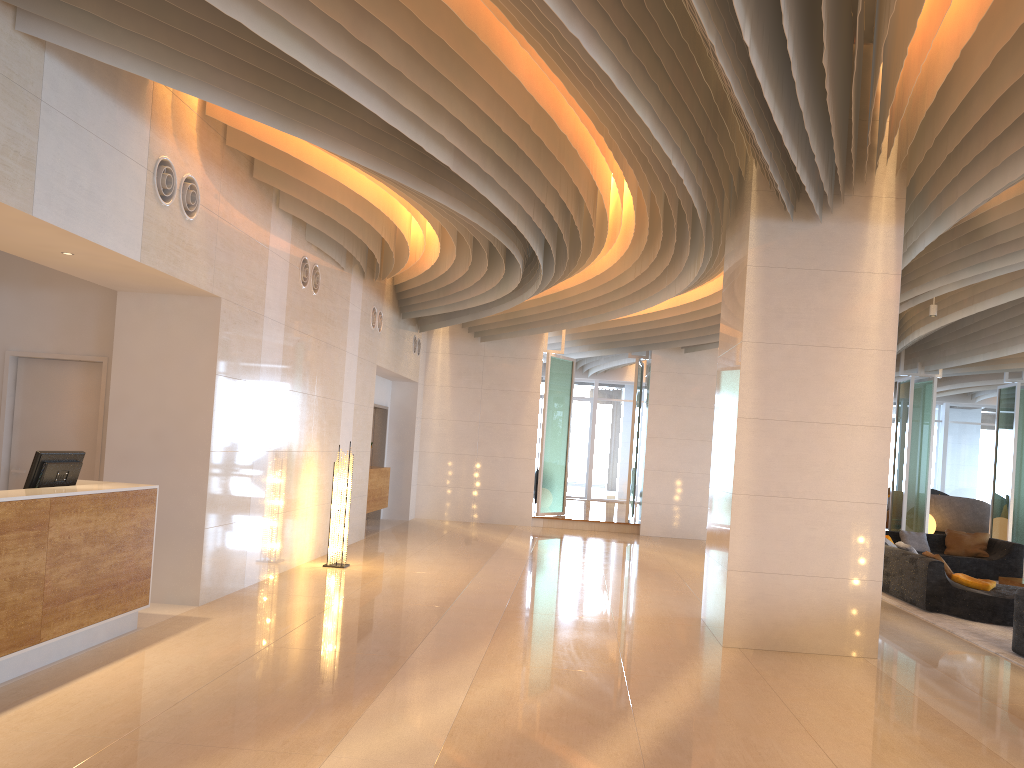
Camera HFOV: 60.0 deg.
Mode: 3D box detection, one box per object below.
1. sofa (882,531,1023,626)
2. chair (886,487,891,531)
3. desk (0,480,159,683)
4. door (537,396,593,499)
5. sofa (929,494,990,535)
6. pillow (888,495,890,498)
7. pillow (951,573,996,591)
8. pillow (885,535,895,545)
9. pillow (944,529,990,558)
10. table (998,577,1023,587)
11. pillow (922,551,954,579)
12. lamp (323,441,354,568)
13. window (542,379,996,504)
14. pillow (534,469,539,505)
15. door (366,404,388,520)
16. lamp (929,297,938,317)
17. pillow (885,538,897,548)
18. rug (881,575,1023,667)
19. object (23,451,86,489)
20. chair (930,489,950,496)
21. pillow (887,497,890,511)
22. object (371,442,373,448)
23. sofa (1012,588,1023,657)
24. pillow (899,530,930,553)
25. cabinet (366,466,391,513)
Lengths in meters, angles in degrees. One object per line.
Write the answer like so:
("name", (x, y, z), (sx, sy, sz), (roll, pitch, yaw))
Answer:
("sofa", (6.063, 2.408, 11.572), (2.818, 0.652, 5.109), (4, -4, 4))
("chair", (8.302, 2.815, 20.209), (1.143, 1.004, 1.512), (4, -3, -9))
("desk", (-3.344, 0.991, 3.250), (0.895, 1.048, 6.698), (4, -4, 4))
("door", (1.431, 1.765, 24.582), (1.456, 2.768, 0.060), (4, -1, 2))
("sofa", (9.769, 2.954, 20.032), (1.131, 0.899, 2.518), (6, -4, -36))
("pillow", (8.556, 2.697, 20.271), (0.376, 0.421, 0.600), (5, -3, -18))
("pillow", (5.095, 2.178, 9.777), (0.403, 0.135, 0.425), (1, -5, 37))
("pillow", (5.110, 2.237, 12.241), (0.330, 0.334, 0.416), (5, -3, -31))
("pillow", (7.052, 2.473, 13.745), (0.629, 0.377, 0.556), (2, -3, 25))
("table", (7.199, 2.660, 10.951), (1.597, 0.219, 1.607), (4, -4, 3))
("pillow", (4.889, 2.083, 10.101), (0.327, 0.311, 0.426), (4, -3, 5))
("lamp", (-1.979, 1.381, 10.249), (0.250, 1.449, 0.251), (4, -1, 3))
("window", (11.323, 0.998, 8.004), (22.542, 3.216, 53.607), (6, -5, -31))
("pillow", (-0.041, 2.147, 18.778), (1.517, 1.004, 1.139), (4, -3, 1))
("door", (-2.547, 1.413, 15.812), (0.246, 2.098, 1.410), (4, -2, 4))
("lamp", (5.320, -1.600, 11.108), (0.091, 1.504, 0.087), (5, -1, -42))
("pillow", (5.040, 2.216, 11.905), (0.547, 0.376, 0.652), (4, -3, -1))
("rug", (6.836, 2.405, 6.118), (5.500, 0.022, 16.287), (4, -4, 4))
("object", (-3.027, 0.665, 5.931), (0.353, 0.434, 0.538), (4, -3, 4))
("chair", (10.597, 3.092, 21.912), (1.532, 1.004, 1.127), (5, -3, -14))
("pillow", (8.406, 2.704, 19.870), (0.462, 0.408, 0.506), (4, -3, 6))
("object", (-2.275, 1.038, 13.604), (0.267, 0.496, 0.235), (4, -2, -10))
("sofa", (4.685, 1.945, 5.878), (0.939, 0.581, 3.793), (4, -4, 4))
("pillow", (6.247, 2.447, 13.761), (0.406, 0.312, 0.323), (4, -3, 5))
("cabinet", (-2.373, 1.638, 13.970), (0.558, 0.661, 1.516), (4, -4, 4))
